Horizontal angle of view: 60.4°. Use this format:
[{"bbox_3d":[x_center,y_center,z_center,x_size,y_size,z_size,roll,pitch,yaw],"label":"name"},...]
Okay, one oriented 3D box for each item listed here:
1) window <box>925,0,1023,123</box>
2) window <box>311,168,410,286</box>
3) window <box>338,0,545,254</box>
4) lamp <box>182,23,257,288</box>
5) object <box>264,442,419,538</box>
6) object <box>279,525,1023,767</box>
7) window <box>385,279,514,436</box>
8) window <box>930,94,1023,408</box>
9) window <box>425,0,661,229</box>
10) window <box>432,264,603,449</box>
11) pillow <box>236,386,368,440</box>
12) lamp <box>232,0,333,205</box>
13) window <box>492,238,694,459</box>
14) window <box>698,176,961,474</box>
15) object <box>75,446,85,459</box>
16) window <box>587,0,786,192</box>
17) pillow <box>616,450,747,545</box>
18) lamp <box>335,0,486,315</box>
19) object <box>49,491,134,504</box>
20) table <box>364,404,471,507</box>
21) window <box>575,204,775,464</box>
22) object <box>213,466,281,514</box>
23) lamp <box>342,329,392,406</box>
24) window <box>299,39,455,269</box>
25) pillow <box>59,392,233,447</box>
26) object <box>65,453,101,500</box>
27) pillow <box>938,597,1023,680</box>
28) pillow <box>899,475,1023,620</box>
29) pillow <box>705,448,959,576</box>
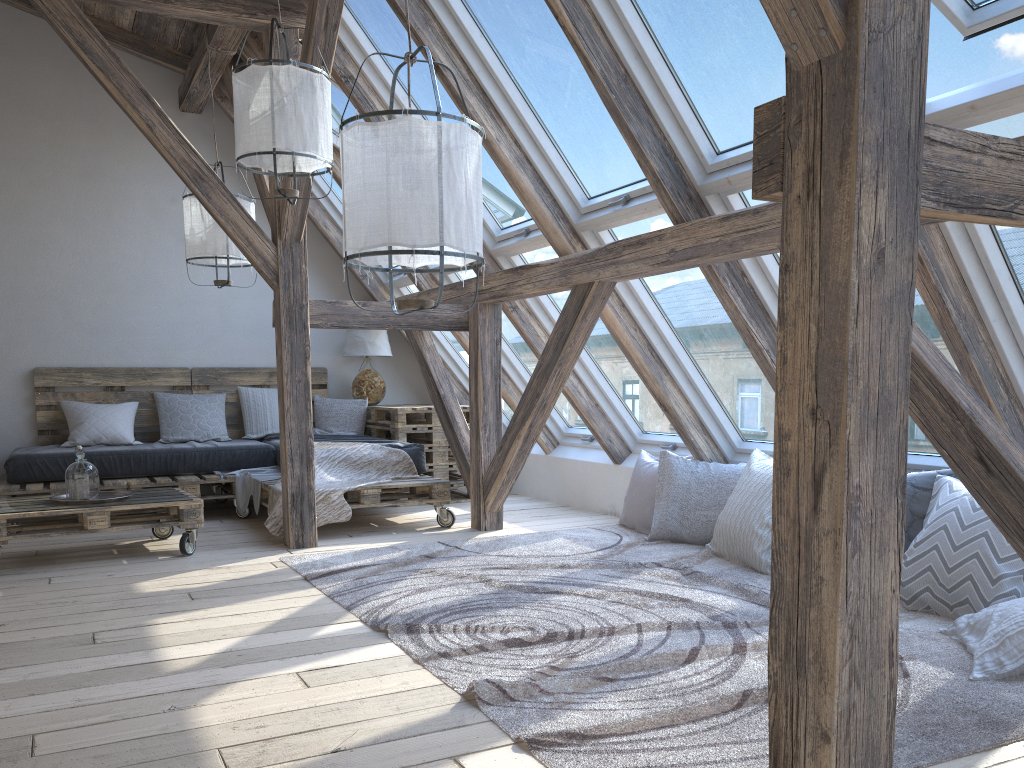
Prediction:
[{"bbox_3d":[0.988,-1.394,2.012,1.402,1.292,0.848,-2,5,-27],"label":"window"},{"bbox_3d":[-1.174,-1.383,6.042,1.093,1.292,0.848,-3,5,-27],"label":"window"},{"bbox_3d":[-0.327,-1.387,4.421,1.093,1.292,0.848,-3,5,-27],"label":"window"},{"bbox_3d":[-1.728,-1.341,5.147,0.400,1.536,0.402,1,7,14],"label":"lamp"},{"bbox_3d":[-1.001,0.607,5.209,0.810,0.479,1.001,0,1,2],"label":"object"},{"bbox_3d":[0.514,0.839,3.535,2.182,0.057,3.167,-1,0,-27],"label":"object"},{"bbox_3d":[-0.280,-0.194,6.647,1.093,1.292,0.848,-3,5,-27],"label":"window"},{"bbox_3d":[1.839,-0.205,2.594,1.093,1.292,0.848,-3,5,-27],"label":"window"},{"bbox_3d":[0.097,-1.389,3.611,1.093,1.292,0.848,-3,5,-27],"label":"window"},{"bbox_3d":[0.144,-0.196,5.836,1.093,1.292,0.848,-3,5,-27],"label":"window"},{"bbox_3d":[-1.580,0.211,6.676,0.967,0.404,0.383,-1,4,-11],"label":"pillow"},{"bbox_3d":[-0.977,-1.449,3.697,0.398,1.321,0.404,5,8,38],"label":"lamp"},{"bbox_3d":[0.567,-0.199,5.026,1.093,1.292,0.848,-3,5,-27],"label":"window"},{"bbox_3d":[1.415,-0.203,3.405,1.093,1.292,0.848,-3,5,-27],"label":"window"},{"bbox_3d":[-2.236,0.457,4.564,0.071,0.271,0.152,-4,6,-27],"label":"object"},{"bbox_3d":[0.520,-1.392,2.800,1.093,1.292,0.848,-3,5,-27],"label":"window"},{"bbox_3d":[0.930,0.629,4.851,0.433,0.530,1.127,-4,3,-35],"label":"pillow"},{"bbox_3d":[-0.287,-1.157,2.417,0.400,1.919,0.402,1,7,14],"label":"lamp"},{"bbox_3d":[-2.156,0.584,4.521,0.394,0.022,0.391,-1,0,-8],"label":"object"},{"bbox_3d":[-0.746,0.521,6.790,0.673,0.710,1.010,-2,3,-27],"label":"table"},{"bbox_3d":[0.991,-0.201,4.215,1.093,1.292,0.848,-3,5,-27],"label":"window"},{"bbox_3d":[-1.593,0.695,5.773,0.502,0.280,0.705,-2,2,-43],"label":"object"},{"bbox_3d":[-1.264,0.229,7.057,0.387,1.300,0.818,-6,8,-42],"label":"lamp"},{"bbox_3d":[-0.710,-1.385,5.253,1.346,1.292,0.848,-2,5,-27],"label":"window"},{"bbox_3d":[-2.542,0.235,6.148,1.127,0.359,0.348,-1,4,-27],"label":"pillow"},{"bbox_3d":[-2.159,0.468,4.420,0.155,0.250,0.154,3,6,31],"label":"object"},{"bbox_3d":[1.612,0.760,2.727,0.475,0.245,0.532,0,1,14],"label":"pillow"},{"bbox_3d":[1.833,0.618,2.975,0.500,0.539,1.146,-2,2,-22],"label":"pillow"},{"bbox_3d":[1.365,0.591,3.960,0.466,0.569,1.264,-3,2,-27],"label":"pillow"}]
